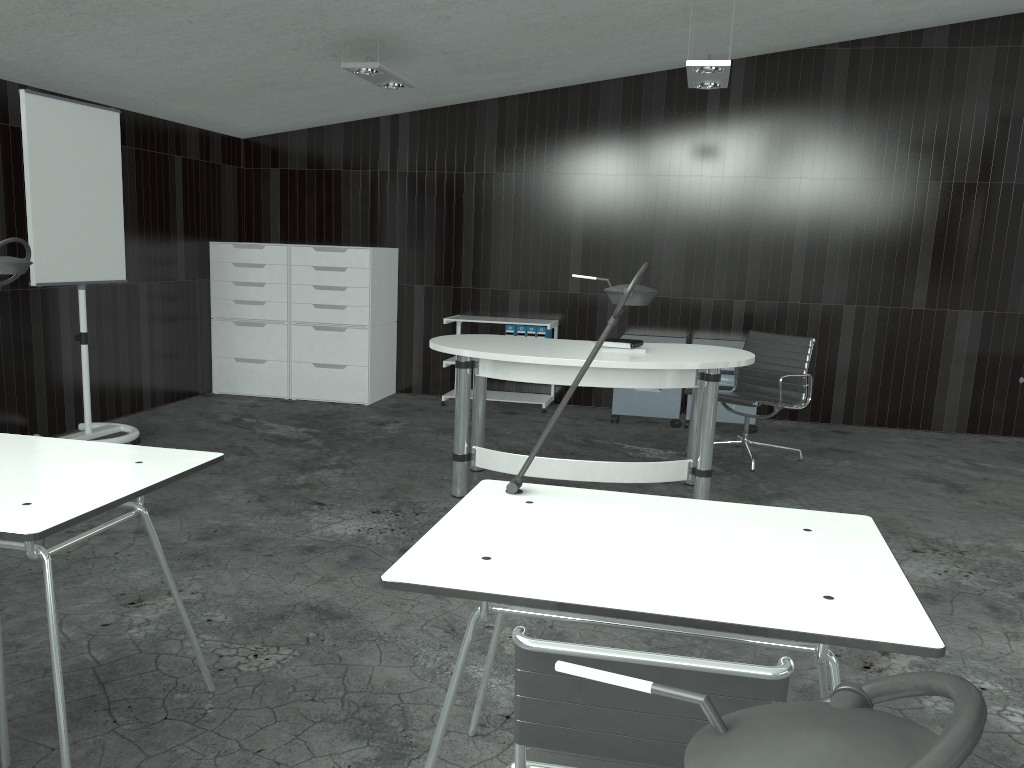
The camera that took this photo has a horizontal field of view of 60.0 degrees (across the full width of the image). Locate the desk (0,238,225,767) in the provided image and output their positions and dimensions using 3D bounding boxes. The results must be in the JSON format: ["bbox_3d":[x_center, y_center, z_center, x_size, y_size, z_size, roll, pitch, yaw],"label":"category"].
[{"bbox_3d":[-1.265,0.284,2.100,0.900,1.321,0.700,4,10,12],"label":"desk"}]

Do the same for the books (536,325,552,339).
[{"bbox_3d":[0.239,-0.329,6.663,0.072,0.320,0.262,4,10,12],"label":"books"}]

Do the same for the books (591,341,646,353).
[{"bbox_3d":[0.517,-0.202,4.343,0.210,0.021,0.297,1,10,-5],"label":"books"}]

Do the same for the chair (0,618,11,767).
[{"bbox_3d":[-1.377,0.621,1.743,0.428,0.765,0.555,5,10,13],"label":"chair"}]

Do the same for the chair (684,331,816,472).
[{"bbox_3d":[1.409,0.090,5.291,0.587,0.825,0.560,-6,13,-39],"label":"chair"}]

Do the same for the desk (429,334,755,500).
[{"bbox_3d":[0.356,0.212,4.367,1.600,0.818,0.910,3,10,7],"label":"desk"}]

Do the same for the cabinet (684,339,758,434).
[{"bbox_3d":[1.507,0.005,6.342,0.502,0.648,0.598,4,10,11],"label":"cabinet"}]

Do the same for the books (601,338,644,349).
[{"bbox_3d":[0.532,-0.219,4.295,0.164,0.032,0.183,7,11,24],"label":"books"}]

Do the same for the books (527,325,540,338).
[{"bbox_3d":[0.165,-0.334,6.678,0.072,0.320,0.262,4,10,12],"label":"books"}]

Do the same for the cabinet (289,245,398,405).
[{"bbox_3d":[-1.292,-0.527,6.863,0.639,1.292,0.587,4,10,12],"label":"cabinet"}]

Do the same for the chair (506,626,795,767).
[{"bbox_3d":[0.217,0.728,1.495,0.428,0.765,0.555,4,10,11],"label":"chair"}]

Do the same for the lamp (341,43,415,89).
[{"bbox_3d":[-0.663,-3.647,4.628,0.212,3.595,0.600,4,10,12],"label":"lamp"}]

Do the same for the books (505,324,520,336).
[{"bbox_3d":[0.008,-0.346,6.710,0.072,0.320,0.262,4,10,12],"label":"books"}]

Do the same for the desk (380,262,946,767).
[{"bbox_3d":[0.284,0.406,1.753,0.900,1.321,0.700,4,10,12],"label":"desk"}]

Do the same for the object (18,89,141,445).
[{"bbox_3d":[-2.352,-0.622,4.824,0.560,2.091,0.553,-2,11,-25],"label":"object"}]

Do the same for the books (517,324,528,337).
[{"bbox_3d":[0.092,-0.340,6.693,0.072,0.320,0.262,4,10,12],"label":"books"}]

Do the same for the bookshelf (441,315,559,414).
[{"bbox_3d":[-0.089,-0.179,6.751,0.817,0.739,0.403,4,10,12],"label":"bookshelf"}]

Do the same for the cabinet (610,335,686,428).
[{"bbox_3d":[1.004,-0.033,6.445,0.502,0.648,0.598,4,10,11],"label":"cabinet"}]

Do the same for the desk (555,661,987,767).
[{"bbox_3d":[0.036,0.718,0.388,0.900,1.153,0.700,4,10,12],"label":"desk"}]

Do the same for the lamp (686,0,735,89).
[{"bbox_3d":[1.082,-3.515,4.272,0.212,3.595,0.600,4,10,12],"label":"lamp"}]

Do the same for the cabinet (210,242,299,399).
[{"bbox_3d":[-1.925,-0.575,6.992,0.639,1.292,0.587,4,10,12],"label":"cabinet"}]

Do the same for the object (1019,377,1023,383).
[{"bbox_3d":[4.038,-0.630,4.846,2.051,2.602,0.673,9,12,35],"label":"object"}]
